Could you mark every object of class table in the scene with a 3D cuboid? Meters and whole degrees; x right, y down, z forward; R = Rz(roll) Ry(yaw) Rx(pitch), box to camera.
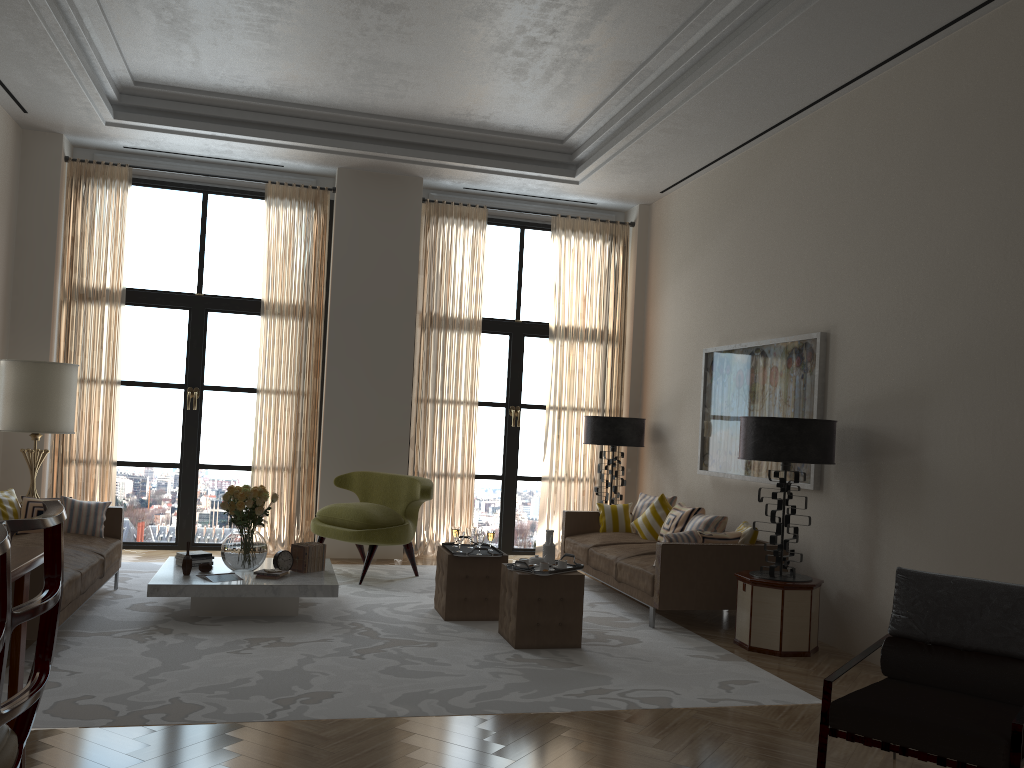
[{"bbox_3d":[-2.991,1.308,2.903,1.801,1.026,3.802,4,-3,-14],"label":"table"},{"bbox_3d":[-2.494,1.926,8.365,1.584,0.343,1.501,4,-3,-15],"label":"table"}]

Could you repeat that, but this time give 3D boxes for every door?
[{"bbox_3d":[-4.102,-0.213,11.530,3.259,4.764,0.240,3,-1,-15],"label":"door"},{"bbox_3d":[0.048,0.054,12.609,3.087,4.764,0.240,3,-1,-15],"label":"door"}]

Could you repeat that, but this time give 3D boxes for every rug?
[{"bbox_3d":[-1.180,2.128,8.285,5.520,0.065,5.734,4,-3,-14],"label":"rug"}]

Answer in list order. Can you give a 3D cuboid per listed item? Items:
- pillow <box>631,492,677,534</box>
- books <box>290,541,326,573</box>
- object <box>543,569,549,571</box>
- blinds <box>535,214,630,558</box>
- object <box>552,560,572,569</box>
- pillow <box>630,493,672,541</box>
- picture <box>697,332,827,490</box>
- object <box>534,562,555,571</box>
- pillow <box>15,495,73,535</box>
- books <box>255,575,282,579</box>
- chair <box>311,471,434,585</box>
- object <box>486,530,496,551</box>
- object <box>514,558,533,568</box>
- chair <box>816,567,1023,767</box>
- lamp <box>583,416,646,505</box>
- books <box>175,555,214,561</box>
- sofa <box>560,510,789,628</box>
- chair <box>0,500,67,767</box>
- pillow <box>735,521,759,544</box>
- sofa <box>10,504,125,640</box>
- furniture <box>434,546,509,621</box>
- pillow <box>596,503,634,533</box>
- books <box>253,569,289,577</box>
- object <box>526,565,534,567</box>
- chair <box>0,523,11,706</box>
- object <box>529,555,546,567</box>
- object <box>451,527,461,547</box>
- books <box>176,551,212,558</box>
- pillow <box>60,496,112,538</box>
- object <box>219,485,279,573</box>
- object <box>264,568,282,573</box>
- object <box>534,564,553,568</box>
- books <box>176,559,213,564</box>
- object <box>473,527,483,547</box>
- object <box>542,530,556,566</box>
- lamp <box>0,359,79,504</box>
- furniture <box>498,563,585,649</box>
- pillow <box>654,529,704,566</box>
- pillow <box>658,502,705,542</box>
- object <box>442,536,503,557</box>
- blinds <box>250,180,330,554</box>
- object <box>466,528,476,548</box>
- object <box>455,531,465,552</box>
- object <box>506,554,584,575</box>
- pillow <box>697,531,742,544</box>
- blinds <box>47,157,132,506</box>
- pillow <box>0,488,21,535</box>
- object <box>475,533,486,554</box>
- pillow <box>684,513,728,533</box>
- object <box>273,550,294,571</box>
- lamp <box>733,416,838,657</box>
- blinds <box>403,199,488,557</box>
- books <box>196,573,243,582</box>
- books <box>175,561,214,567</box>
[{"bbox_3d":[1.715,1.645,10.957,0.356,0.576,0.623,4,-2,-36],"label":"pillow"},{"bbox_3d":[-1.957,1.659,8.500,0.210,0.264,0.282,2,-2,36],"label":"books"},{"bbox_3d":[0.280,1.552,7.345,0.053,0.025,0.049,4,-2,-13],"label":"object"},{"bbox_3d":[1.021,0.093,12.629,1.242,4.871,0.418,3,-1,-13],"label":"blinds"},{"bbox_3d":[0.435,1.556,7.645,0.176,0.067,0.176,4,-3,-16],"label":"object"},{"bbox_3d":[1.740,1.610,10.553,0.766,0.616,0.356,2,-2,29],"label":"pillow"},{"bbox_3d":[2.571,0.289,9.376,0.080,1.479,2.267,3,-2,-16],"label":"picture"},{"bbox_3d":[0.272,1.536,7.446,0.176,0.067,0.176,4,-3,-13],"label":"object"},{"bbox_3d":[-4.507,1.288,8.515,0.465,0.411,0.304,4,-2,-16],"label":"pillow"},{"bbox_3d":[-2.206,1.745,8.083,0.197,0.024,0.256,3,-3,3],"label":"books"},{"bbox_3d":[-1.744,1.661,10.404,1.790,1.213,1.030,1,-3,43],"label":"chair"},{"bbox_3d":[-0.206,1.510,8.547,0.098,0.191,0.098,3,-1,11],"label":"object"},{"bbox_3d":[0.103,1.519,7.531,0.176,0.067,0.176,5,-3,-39],"label":"object"},{"bbox_3d":[2.206,1.589,4.514,0.877,1.134,1.136,2,-2,40],"label":"chair"},{"bbox_3d":[1.338,1.456,11.948,0.830,2.017,0.830,3,-1,-10],"label":"lamp"},{"bbox_3d":[-3.028,1.653,8.458,0.229,0.024,0.281,1,-4,40],"label":"books"},{"bbox_3d":[1.620,1.977,9.798,1.352,0.819,2.980,4,-3,-14],"label":"sofa"},{"bbox_3d":[-1.827,1.105,2.558,0.878,1.504,0.656,3,-1,-15],"label":"chair"},{"bbox_3d":[2.268,1.623,8.812,0.296,0.475,0.516,3,-2,7],"label":"pillow"},{"bbox_3d":[-4.192,1.558,7.348,1.352,0.819,2.980,4,-3,-14],"label":"sofa"},{"bbox_3d":[-0.398,1.904,8.503,0.614,0.616,0.614,3,-2,-15],"label":"furniture"},{"bbox_3d":[1.291,1.686,11.001,0.482,0.432,0.318,3,-2,-5],"label":"pillow"},{"bbox_3d":[-2.195,1.722,8.086,0.255,0.026,0.202,2,-3,10],"label":"books"},{"bbox_3d":[0.151,1.539,7.487,0.052,0.027,0.080,1,-3,33],"label":"object"},{"bbox_3d":[-1.652,1.084,1.935,0.878,1.504,0.656,3,-1,-15],"label":"chair"},{"bbox_3d":[0.212,1.527,7.683,0.176,0.105,0.136,4,-2,-18],"label":"object"},{"bbox_3d":[-0.554,1.498,8.686,0.098,0.191,0.098,4,-2,-32],"label":"object"},{"bbox_3d":[-3.030,1.625,8.449,0.207,0.030,0.260,0,-4,42],"label":"books"},{"bbox_3d":[-4.144,1.307,8.573,0.498,0.428,0.327,4,-2,-27],"label":"pillow"},{"bbox_3d":[-2.470,1.355,8.314,0.540,0.821,0.627,4,-2,-19],"label":"object"},{"bbox_3d":[-2.183,1.702,8.096,0.139,0.019,0.137,5,-3,-30],"label":"object"},{"bbox_3d":[0.263,1.549,7.545,0.186,0.026,0.041,3,-2,-7],"label":"object"},{"bbox_3d":[-3.028,1.677,8.445,0.207,0.024,0.263,1,-3,38],"label":"books"},{"bbox_3d":[-0.340,1.514,8.779,0.098,0.191,0.098,2,-2,33],"label":"object"},{"bbox_3d":[0.325,1.439,7.805,0.113,0.305,0.125,2,-1,22],"label":"object"},{"bbox_3d":[-5.216,0.889,9.672,0.767,2.253,0.768,2,-2,39],"label":"lamp"},{"bbox_3d":[0.244,1.894,7.606,0.614,0.616,0.614,3,-2,-15],"label":"furniture"},{"bbox_3d":[1.604,1.606,8.585,0.498,0.428,0.327,4,-2,-27],"label":"pillow"},{"bbox_3d":[1.905,1.632,10.009,0.404,0.547,0.617,3,-2,-11],"label":"pillow"},{"bbox_3d":[-0.385,1.557,8.505,0.491,0.092,0.802,4,-3,-14],"label":"object"},{"bbox_3d":[-2.917,-0.160,11.605,0.874,4.871,0.418,3,-1,-12],"label":"blinds"},{"bbox_3d":[-0.402,1.504,8.650,0.098,0.191,0.098,3,-1,-15],"label":"object"},{"bbox_3d":[-0.490,1.485,8.344,0.098,0.191,0.098,3,-1,11],"label":"object"},{"bbox_3d":[0.291,1.539,7.617,0.441,0.101,0.721,1,-3,39],"label":"object"},{"bbox_3d":[1.966,1.631,8.642,0.465,0.411,0.304,4,-2,-16],"label":"pillow"},{"bbox_3d":[-5.230,-0.303,11.005,0.780,4.883,0.419,3,-1,-12],"label":"blinds"},{"bbox_3d":[-4.806,1.233,8.346,0.296,0.475,0.516,3,-2,7],"label":"pillow"},{"bbox_3d":[-0.298,1.490,8.233,0.098,0.191,0.098,3,-1,-15],"label":"object"},{"bbox_3d":[2.056,1.687,9.654,0.371,0.565,0.660,4,-2,-19],"label":"pillow"},{"bbox_3d":[-2.150,1.668,8.341,0.082,0.209,0.205,2,-2,37],"label":"object"},{"bbox_3d":[2.397,1.315,7.852,0.830,2.017,0.830,3,-1,-14],"label":"lamp"},{"bbox_3d":[-0.889,-0.030,12.134,0.960,4.871,0.419,3,-1,-13],"label":"blinds"},{"bbox_3d":[-2.606,1.709,7.901,0.281,0.038,0.384,5,-4,-42],"label":"books"},{"bbox_3d":[-3.029,1.708,8.456,0.207,0.035,0.281,1,-4,42],"label":"books"}]
